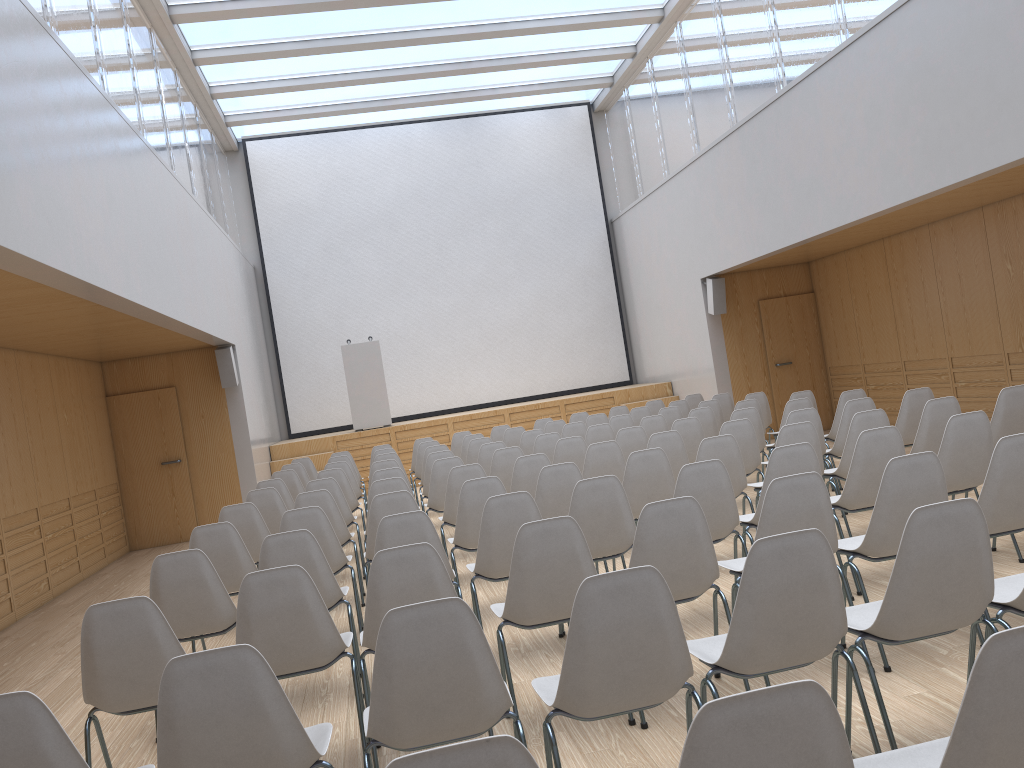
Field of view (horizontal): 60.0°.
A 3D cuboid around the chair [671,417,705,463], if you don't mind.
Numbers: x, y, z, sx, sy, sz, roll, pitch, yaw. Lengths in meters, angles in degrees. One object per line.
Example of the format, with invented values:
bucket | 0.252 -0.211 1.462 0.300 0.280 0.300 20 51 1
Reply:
chair | 1.532 0.734 7.937 0.479 0.876 0.505 -9 0 -9

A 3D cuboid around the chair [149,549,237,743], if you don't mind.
chair | -1.545 1.226 4.421 0.479 0.876 0.505 -9 0 -9

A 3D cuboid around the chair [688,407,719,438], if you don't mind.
chair | 1.889 0.674 9.007 0.479 0.876 0.505 -9 0 -9

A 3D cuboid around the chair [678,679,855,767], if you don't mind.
chair | 0.427 0.930 1.682 0.479 0.876 0.505 -9 0 -9

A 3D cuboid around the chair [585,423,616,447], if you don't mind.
chair | 0.873 0.833 8.891 0.479 0.876 0.505 -9 0 -9

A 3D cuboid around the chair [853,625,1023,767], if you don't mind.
chair | 0.940 0.850 1.784 0.479 0.876 0.505 -9 0 -9

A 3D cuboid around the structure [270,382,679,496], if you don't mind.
structure | -0.563 0.979 14.780 6.551 1.027 2.728 -9 0 -9

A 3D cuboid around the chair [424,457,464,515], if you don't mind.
chair | -0.515 1.053 7.626 0.479 0.876 0.505 -9 0 -9

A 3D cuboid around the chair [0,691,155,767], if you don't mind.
chair | -1.228 1.184 2.364 0.479 0.876 0.505 -9 0 -9

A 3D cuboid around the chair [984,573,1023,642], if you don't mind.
chair | 1.788 0.713 2.934 0.479 0.876 0.505 -9 0 -9

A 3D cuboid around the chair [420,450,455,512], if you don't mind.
chair | -0.652 1.071 8.576 0.479 0.876 0.505 -9 0 -9

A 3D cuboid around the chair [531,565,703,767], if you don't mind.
chair | 0.317 0.943 2.656 0.479 0.876 0.505 -9 0 -9

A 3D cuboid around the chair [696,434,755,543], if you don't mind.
chair | 1.342 0.771 5.929 0.479 0.876 0.505 -9 0 -9

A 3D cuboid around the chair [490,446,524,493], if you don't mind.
chair | -0.016 0.975 7.735 0.479 0.876 0.505 -9 0 -9

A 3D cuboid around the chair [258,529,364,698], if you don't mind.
chair | -1.059 1.150 4.518 0.479 0.876 0.505 -9 0 -9

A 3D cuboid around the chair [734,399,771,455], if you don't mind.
chair | 2.379 0.598 9.135 0.479 0.876 0.505 -9 0 -9

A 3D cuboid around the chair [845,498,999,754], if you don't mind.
chair | 1.311 0.788 2.885 0.479 0.876 0.505 -9 0 -9

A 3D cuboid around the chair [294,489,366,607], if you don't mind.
chair | -1.379 1.192 6.492 0.479 0.876 0.505 -9 0 -9

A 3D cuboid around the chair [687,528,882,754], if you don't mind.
chair | 0.817 0.865 2.796 0.479 0.876 0.505 -9 0 -9

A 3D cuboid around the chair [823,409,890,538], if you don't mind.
chair | 2.369 0.611 6.066 0.479 0.876 0.505 -9 0 -9

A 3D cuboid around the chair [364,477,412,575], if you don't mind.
chair | -0.861 1.111 6.557 0.479 0.876 0.505 -9 0 -9

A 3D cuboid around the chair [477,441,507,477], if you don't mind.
chair | -0.162 0.994 8.676 0.479 0.876 0.505 -9 0 -9

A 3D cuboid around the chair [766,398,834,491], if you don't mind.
chair | 2.574 0.571 8.143 0.479 0.876 0.505 -9 0 -9

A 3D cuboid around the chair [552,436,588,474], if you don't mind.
chair | 0.519 0.892 7.812 0.479 0.876 0.505 -9 0 -9

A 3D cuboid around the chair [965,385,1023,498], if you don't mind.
chair | 3.400 0.450 6.192 0.479 0.876 0.505 -9 0 -9

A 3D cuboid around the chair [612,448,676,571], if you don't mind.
chair | 0.863 0.846 5.782 0.479 0.876 0.505 -9 0 -9

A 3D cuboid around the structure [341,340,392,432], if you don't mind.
structure | -2.342 0.039 14.292 0.605 1.379 0.605 -9 0 -9

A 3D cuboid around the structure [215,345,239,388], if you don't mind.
structure | -3.719 -0.223 11.583 0.196 0.542 0.368 -9 0 -9

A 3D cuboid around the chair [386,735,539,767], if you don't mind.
chair | -0.069 1.007 1.650 0.479 0.876 0.505 -9 0 -9

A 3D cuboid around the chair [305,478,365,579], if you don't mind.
chair | -1.529 1.212 7.463 0.479 0.876 0.505 -9 0 -9

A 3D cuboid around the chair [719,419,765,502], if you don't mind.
chair | 1.715 0.709 6.932 0.479 0.876 0.505 -9 0 -9

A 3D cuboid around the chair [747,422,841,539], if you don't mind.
chair | 1.861 0.690 5.964 0.479 0.876 0.505 -9 0 -9

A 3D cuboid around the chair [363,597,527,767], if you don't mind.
chair | -0.210 1.025 2.640 0.479 0.876 0.505 -9 0 -9

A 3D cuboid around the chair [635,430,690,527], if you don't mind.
chair | 1.166 0.795 6.885 0.479 0.876 0.505 -9 0 -9

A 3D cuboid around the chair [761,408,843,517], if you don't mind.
chair | 2.230 0.629 6.974 0.479 0.876 0.505 -9 0 -9

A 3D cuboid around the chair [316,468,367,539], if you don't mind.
chair | -1.661 1.228 8.472 0.479 0.876 0.505 -9 0 -9

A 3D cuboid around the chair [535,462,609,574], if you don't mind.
chair | 0.313 0.932 5.734 0.479 0.876 0.505 -9 0 -9

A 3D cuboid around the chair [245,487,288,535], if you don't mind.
chair | -1.999 1.285 7.415 0.479 0.876 0.505 -9 0 -9

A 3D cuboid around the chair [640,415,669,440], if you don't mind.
chair | 1.404 0.750 8.949 0.479 0.876 0.505 -9 0 -9

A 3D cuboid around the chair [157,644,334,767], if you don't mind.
chair | -0.735 1.107 2.486 0.479 0.876 0.505 -9 0 -9

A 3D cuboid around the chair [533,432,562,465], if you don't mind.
chair | 0.367 0.912 8.740 0.479 0.876 0.505 -9 0 -9

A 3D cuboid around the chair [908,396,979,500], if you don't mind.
chair | 2.892 0.529 6.169 0.479 0.876 0.505 -9 0 -9

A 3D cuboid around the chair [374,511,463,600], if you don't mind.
chair | -0.503 1.063 4.549 0.479 0.876 0.505 -9 0 -9

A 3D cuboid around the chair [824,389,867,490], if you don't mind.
chair | 3.084 0.492 8.207 0.479 0.876 0.505 -9 0 -9

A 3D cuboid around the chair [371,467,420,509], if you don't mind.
chair | -0.989 1.128 7.467 0.479 0.876 0.505 -9 0 -9

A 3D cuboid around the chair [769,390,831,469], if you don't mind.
chair | 2.935 0.511 9.155 0.479 0.876 0.505 -9 0 -9

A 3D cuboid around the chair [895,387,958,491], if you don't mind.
chair | 3.230 0.473 7.246 0.479 0.876 0.505 -9 0 -9

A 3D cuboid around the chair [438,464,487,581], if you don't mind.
chair | -0.311 1.025 6.675 0.479 0.876 0.505 -9 0 -9

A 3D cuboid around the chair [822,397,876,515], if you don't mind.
chair | 2.721 0.552 7.136 0.479 0.876 0.505 -9 0 -9

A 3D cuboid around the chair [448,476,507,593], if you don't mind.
chair | -0.163 1.006 5.616 0.479 0.876 0.505 -9 0 -9

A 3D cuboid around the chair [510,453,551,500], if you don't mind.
chair | 0.165 0.951 6.682 0.479 0.876 0.505 -9 0 -9

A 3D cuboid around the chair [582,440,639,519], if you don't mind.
chair | 0.699 0.868 6.828 0.479 0.876 0.505 -9 0 -9

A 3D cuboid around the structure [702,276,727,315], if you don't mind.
structure | 2.908 -1.258 12.653 0.196 0.542 0.368 -9 0 -9

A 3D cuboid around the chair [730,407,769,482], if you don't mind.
chair | 2.057 0.652 8.000 0.479 0.876 0.505 -9 0 -9

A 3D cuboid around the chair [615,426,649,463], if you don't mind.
chair | 1.045 0.810 7.878 0.479 0.876 0.505 -9 0 -9

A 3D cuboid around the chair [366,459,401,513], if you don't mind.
chair | -1.171 1.152 8.533 0.479 0.876 0.505 -9 0 -9

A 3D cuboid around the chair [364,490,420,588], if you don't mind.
chair | -0.702 1.090 5.589 0.479 0.876 0.505 -9 0 -9
